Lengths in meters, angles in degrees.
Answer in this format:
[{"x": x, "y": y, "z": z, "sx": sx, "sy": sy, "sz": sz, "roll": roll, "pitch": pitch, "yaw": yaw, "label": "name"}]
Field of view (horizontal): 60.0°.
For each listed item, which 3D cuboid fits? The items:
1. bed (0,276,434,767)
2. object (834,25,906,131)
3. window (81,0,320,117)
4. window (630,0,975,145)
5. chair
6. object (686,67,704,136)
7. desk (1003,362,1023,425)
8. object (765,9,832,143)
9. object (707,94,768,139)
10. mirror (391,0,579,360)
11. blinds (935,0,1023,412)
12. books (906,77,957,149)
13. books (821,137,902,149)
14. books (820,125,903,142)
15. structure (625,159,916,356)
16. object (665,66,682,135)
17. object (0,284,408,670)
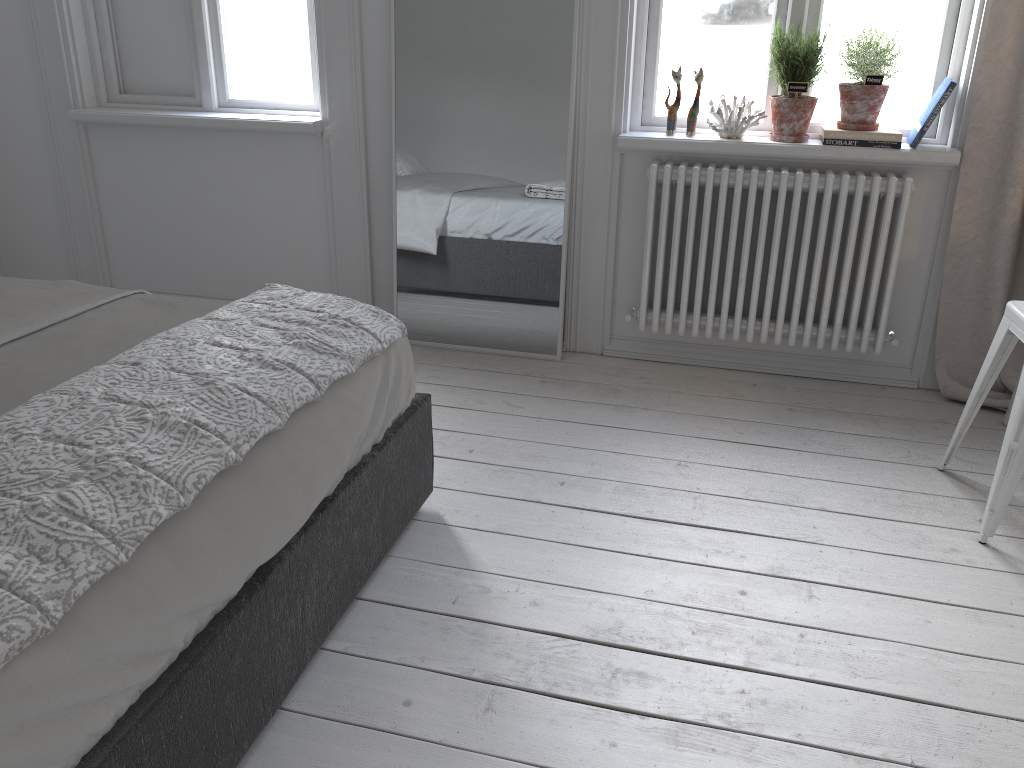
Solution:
[{"x": -1.427, "y": -0.044, "z": 1.643, "sx": 2.176, "sy": 1.167, "sz": 1.890, "roll": 7, "pitch": 23, "yaw": 14, "label": "bed"}, {"x": 1.138, "y": -0.976, "z": 2.831, "sx": 0.210, "sy": 0.317, "sz": 0.220, "roll": -15, "pitch": 27, "yaw": -34, "label": "object"}, {"x": -1.198, "y": -1.805, "z": 3.310, "sx": 1.047, "sy": 1.535, "sz": 0.079, "roll": 7, "pitch": 23, "yaw": 14, "label": "window"}, {"x": 0.945, "y": -1.556, "z": 2.784, "sx": 1.047, "sy": 1.535, "sz": 0.079, "roll": 7, "pitch": 23, "yaw": 14, "label": "window"}, {"x": 1.400, "y": 0.090, "z": 2.250, "sx": 0.409, "sy": 0.527, "sz": 0.408, "roll": 5, "pitch": 23, "yaw": 9, "label": "chair"}, {"x": 0.622, "y": -0.953, "z": 2.993, "sx": 0.052, "sy": 0.224, "sz": 0.045, "roll": -14, "pitch": 26, "yaw": -31, "label": "object"}, {"x": 1.717, "y": 0.010, "z": 2.137, "sx": 0.641, "sy": 0.775, "sz": 1.164, "roll": 7, "pitch": 23, "yaw": 14, "label": "desk"}, {"x": 0.920, "y": -1.002, "z": 2.886, "sx": 0.199, "sy": 0.410, "sz": 0.183, "roll": -9, "pitch": 24, "yaw": -22, "label": "object"}, {"x": 0.745, "y": -0.894, "z": 2.973, "sx": 0.212, "sy": 0.149, "sz": 0.186, "roll": 10, "pitch": 24, "yaw": 22, "label": "object"}, {"x": -0.113, "y": -0.868, "z": 3.185, "sx": 0.669, "sy": 1.552, "sz": 0.145, "roll": 7, "pitch": 23, "yaw": 14, "label": "mirror"}, {"x": 1.793, "y": -1.132, "z": 2.406, "sx": 0.831, "sy": 2.677, "sz": 0.225, "roll": 7, "pitch": 23, "yaw": 14, "label": "blinds"}, {"x": 1.333, "y": -0.864, "z": 2.825, "sx": 0.101, "sy": 0.210, "sz": 0.175, "roll": 8, "pitch": 23, "yaw": 17, "label": "books"}, {"x": 1.143, "y": -0.799, "z": 2.912, "sx": 0.245, "sy": 0.022, "sz": 0.157, "roll": 8, "pitch": 24, "yaw": 17, "label": "books"}, {"x": 1.136, "y": -0.820, "z": 2.899, "sx": 0.246, "sy": 0.025, "sz": 0.157, "roll": 8, "pitch": 23, "yaw": 16, "label": "books"}, {"x": 0.889, "y": -0.456, "z": 3.099, "sx": 0.935, "sy": 0.599, "sz": 0.216, "roll": 7, "pitch": 23, "yaw": 14, "label": "structure"}, {"x": 0.552, "y": -0.969, "z": 3.029, "sx": 0.045, "sy": 0.224, "sz": 0.052, "roll": -3, "pitch": 23, "yaw": -8, "label": "object"}, {"x": -0.615, "y": 0.076, "z": 1.445, "sx": 0.405, "sy": 0.104, "sz": 1.462, "roll": 7, "pitch": 23, "yaw": 14, "label": "object"}]
